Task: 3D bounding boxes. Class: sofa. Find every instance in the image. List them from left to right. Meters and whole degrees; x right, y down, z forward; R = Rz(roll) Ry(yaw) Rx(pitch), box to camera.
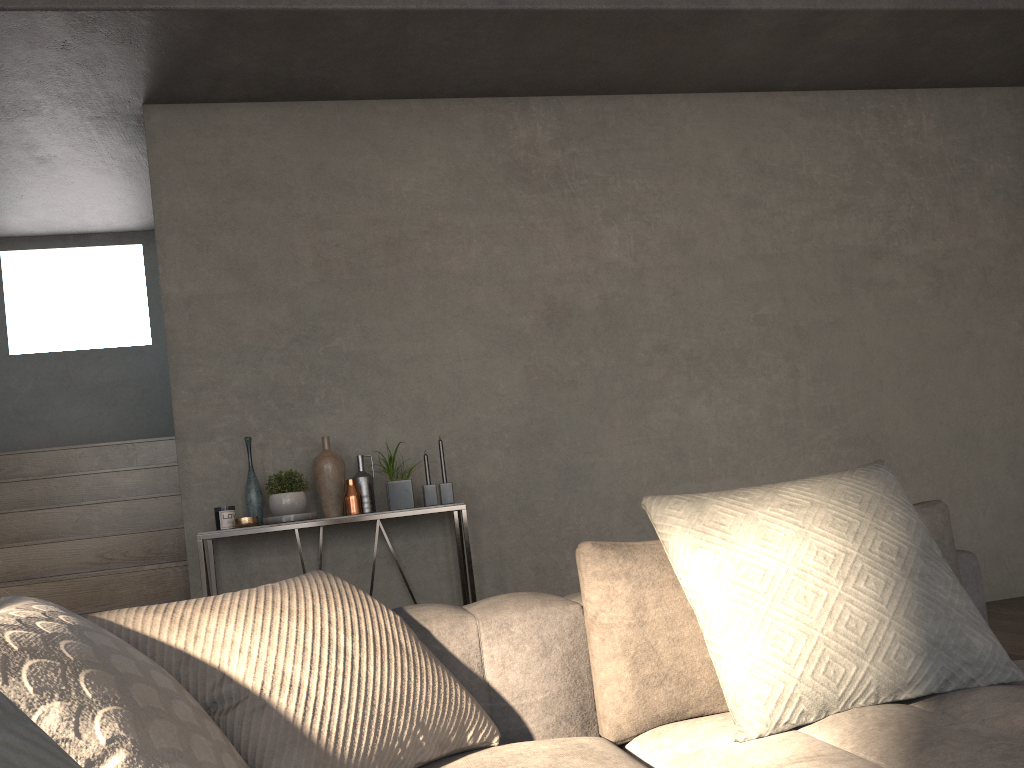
[{"bbox_3d":[0.607,0.461,1.064,2.904,0.779,2.044,-5,-7,-12],"label":"sofa"}]

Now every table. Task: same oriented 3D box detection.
[{"bbox_3d":[-0.716,0.982,3.788,1.098,0.817,0.302,-5,-4,-12],"label":"table"}]

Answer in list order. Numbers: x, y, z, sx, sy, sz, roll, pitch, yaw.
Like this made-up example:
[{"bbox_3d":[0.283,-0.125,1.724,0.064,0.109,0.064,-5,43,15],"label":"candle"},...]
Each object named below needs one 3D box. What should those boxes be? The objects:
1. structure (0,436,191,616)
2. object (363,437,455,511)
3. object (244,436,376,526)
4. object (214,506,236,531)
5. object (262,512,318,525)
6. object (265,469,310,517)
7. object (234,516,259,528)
[{"bbox_3d":[-2.256,0.920,4.227,1.504,1.414,2.281,-6,-7,-12],"label":"structure"},{"bbox_3d":[-0.478,0.382,3.878,0.404,0.336,0.315,-10,-6,29],"label":"object"},{"bbox_3d":[-0.869,0.393,3.812,0.560,0.388,0.227,-5,-4,-16],"label":"object"},{"bbox_3d":[-1.204,0.566,3.713,0.085,0.098,0.084,-10,-6,36],"label":"object"},{"bbox_3d":[-0.942,0.574,3.754,0.228,0.031,0.231,-6,-8,-6],"label":"object"},{"bbox_3d":[-0.952,0.476,3.757,0.194,0.226,0.189,-3,-6,-33],"label":"object"},{"bbox_3d":[-1.100,0.574,3.659,0.099,0.041,0.100,-5,-7,-13],"label":"object"}]
